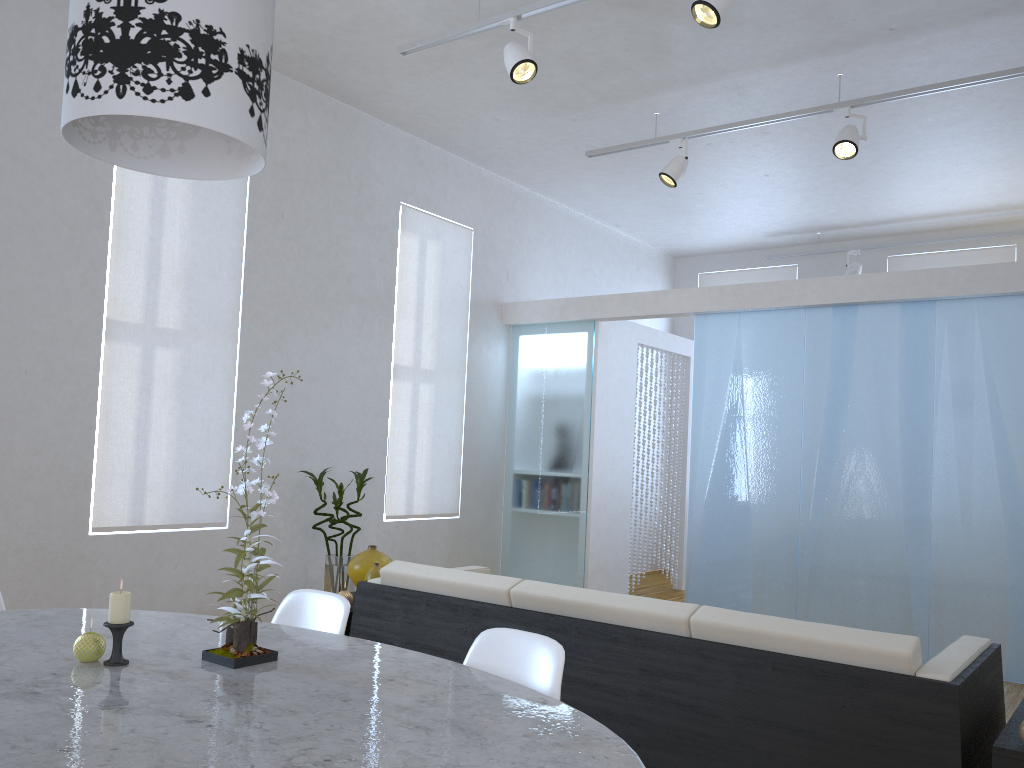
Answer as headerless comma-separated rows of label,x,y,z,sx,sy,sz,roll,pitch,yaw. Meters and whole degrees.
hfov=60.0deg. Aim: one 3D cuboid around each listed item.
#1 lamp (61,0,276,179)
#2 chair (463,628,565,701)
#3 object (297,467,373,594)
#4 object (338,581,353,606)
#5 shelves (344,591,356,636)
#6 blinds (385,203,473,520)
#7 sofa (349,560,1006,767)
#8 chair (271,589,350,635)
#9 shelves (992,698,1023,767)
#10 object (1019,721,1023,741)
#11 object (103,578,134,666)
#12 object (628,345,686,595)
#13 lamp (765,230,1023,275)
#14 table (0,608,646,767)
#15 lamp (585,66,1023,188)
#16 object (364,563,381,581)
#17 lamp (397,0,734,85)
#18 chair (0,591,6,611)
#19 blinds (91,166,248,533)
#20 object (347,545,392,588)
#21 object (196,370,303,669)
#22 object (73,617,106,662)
lamp,-0.688,-1.255,1.896,0.399,1.535,0.400,2,-3,3
chair,-0.107,0.714,1.830,0.405,0.351,0.420,-1,-5,40
object,-1.058,0.972,5.162,0.380,0.978,0.484,2,-3,9
object,-0.673,0.845,3.563,0.071,0.104,0.071,4,-4,-26
shelves,-0.590,1.150,3.835,0.349,0.450,0.731,0,-5,36
blinds,-0.564,-0.124,6.180,0.007,2.108,0.763,1,-4,36
sofa,0.867,1.098,3.635,5.337,0.678,9.742,-1,-6,36
chair,-0.642,0.723,2.250,0.405,0.351,0.420,0,-5,36
shelves,1.496,1.123,2.303,0.349,0.450,0.731,0,-5,36
object,1.266,0.820,2.139,0.071,0.104,0.071,4,-4,-26
object,-0.819,0.493,1.847,0.059,0.176,0.059,1,-3,21
object,1.200,0.718,7.312,0.051,2.012,0.924,1,-4,36
lamp,3.640,-1.131,7.392,3.118,0.485,0.198,-1,-4,35
table,-0.640,0.891,1.707,1.910,0.621,1.073,-1,-5,35
lamp,1.733,-1.427,4.791,3.117,0.485,0.205,0,-4,34
object,-0.574,0.836,3.732,0.096,0.160,0.096,3,-3,-12
lamp,0.706,-1.583,3.449,3.118,0.485,0.223,-1,-4,36
chair,-1.386,0.690,2.264,0.419,0.351,0.406,0,-5,38
blinds,-1.735,-0.307,4.583,0.007,2.107,0.763,1,-4,36
object,-0.619,0.819,3.897,0.207,0.215,0.207,3,-4,-12
object,-0.587,0.285,1.924,0.202,0.637,0.166,4,-3,-25
object,-0.885,0.534,1.860,0.062,0.091,0.063,3,-3,-6
